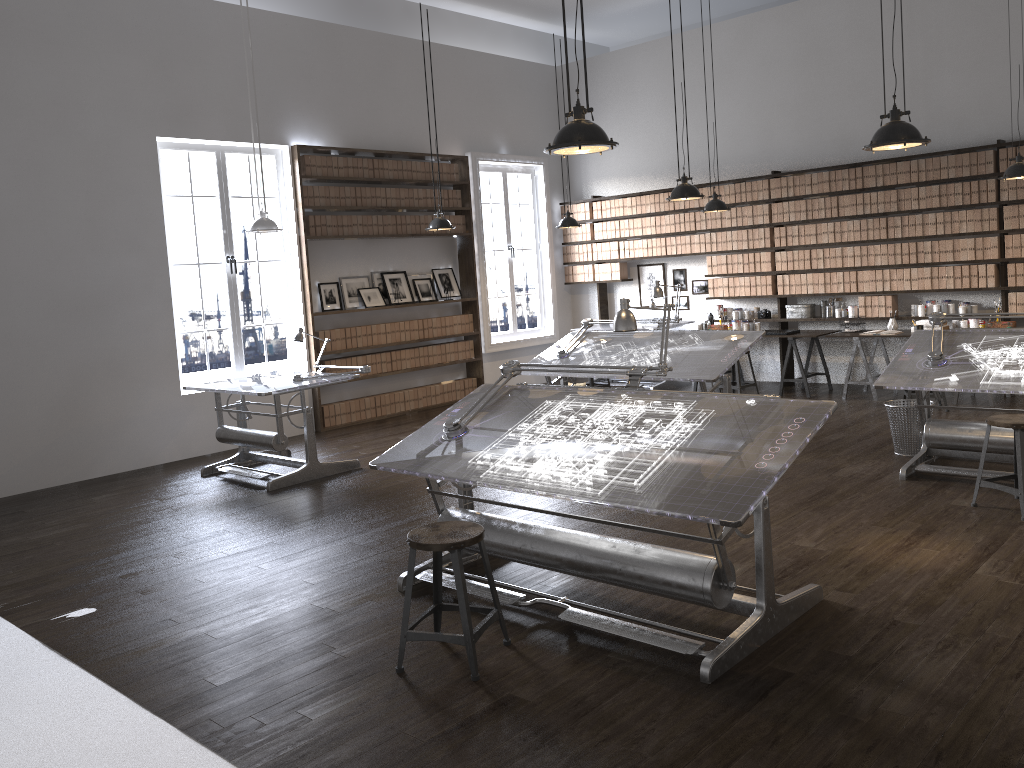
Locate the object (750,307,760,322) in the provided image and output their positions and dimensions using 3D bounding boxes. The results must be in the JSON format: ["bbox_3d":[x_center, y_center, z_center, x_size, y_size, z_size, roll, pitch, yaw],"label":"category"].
[{"bbox_3d":[2.879,-0.819,10.443,0.107,0.161,0.237,-3,6,9],"label":"object"}]

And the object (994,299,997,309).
[{"bbox_3d":[4.621,-0.700,8.446,0.007,0.213,0.055,-8,6,-40],"label":"object"}]

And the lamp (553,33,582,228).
[{"bbox_3d":[0.593,-2.961,10.355,0.310,2.244,0.314,-2,5,23],"label":"lamp"}]

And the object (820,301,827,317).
[{"bbox_3d":[3.513,-0.843,9.977,0.079,0.187,0.079,-2,5,22],"label":"object"}]

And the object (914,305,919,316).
[{"bbox_3d":[4.199,-0.758,9.165,0.063,0.117,0.063,-4,5,-6],"label":"object"}]

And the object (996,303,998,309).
[{"bbox_3d":[4.637,-0.690,8.451,0.006,0.181,0.053,-4,4,-4],"label":"object"}]

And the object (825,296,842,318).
[{"bbox_3d":[3.560,-0.875,9.820,0.181,0.271,0.157,-1,6,27],"label":"object"}]

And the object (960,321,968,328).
[{"bbox_3d":[4.425,-0.570,8.668,0.062,0.094,0.062,-4,5,3],"label":"object"}]

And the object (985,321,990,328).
[{"bbox_3d":[4.581,-0.558,8.539,0.060,0.088,0.060,-9,7,-42],"label":"object"}]

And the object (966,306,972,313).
[{"bbox_3d":[4.559,-0.732,8.837,0.062,0.094,0.063,-5,5,-15],"label":"object"}]

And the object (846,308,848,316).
[{"bbox_3d":[3.690,-0.781,9.705,0.044,0.101,0.045,-9,7,-44],"label":"object"}]

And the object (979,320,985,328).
[{"bbox_3d":[4.518,-0.561,8.509,0.049,0.111,0.049,-8,6,-43],"label":"object"}]

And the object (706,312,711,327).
[{"bbox_3d":[2.335,-0.737,10.579,0.069,0.236,0.068,0,6,40],"label":"object"}]

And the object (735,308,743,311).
[{"bbox_3d":[2.730,-0.847,10.657,0.094,0.127,0.095,-6,5,-16],"label":"object"}]

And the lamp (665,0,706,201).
[{"bbox_3d":[1.292,-2.575,6.910,0.313,2.244,0.311,-6,5,-26],"label":"lamp"}]

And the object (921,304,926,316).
[{"bbox_3d":[4.251,-0.760,9.141,0.045,0.127,0.044,0,6,43],"label":"object"}]

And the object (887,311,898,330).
[{"bbox_3d":[3.958,-0.659,9.210,0.101,0.208,0.102,-4,5,-2],"label":"object"}]

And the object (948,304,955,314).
[{"bbox_3d":[4.451,-0.751,8.969,0.062,0.119,0.062,-3,5,12],"label":"object"}]

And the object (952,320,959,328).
[{"bbox_3d":[4.413,-0.586,8.804,0.062,0.094,0.062,-4,5,-6],"label":"object"}]

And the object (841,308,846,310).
[{"bbox_3d":[3.665,-0.785,9.757,0.062,0.093,0.063,-3,5,5],"label":"object"}]

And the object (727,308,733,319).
[{"bbox_3d":[2.633,-0.855,10.694,0.070,0.130,0.070,-5,5,-9],"label":"object"}]

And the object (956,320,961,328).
[{"bbox_3d":[4.414,-0.578,8.737,0.063,0.093,0.063,-4,5,-6],"label":"object"}]

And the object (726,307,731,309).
[{"bbox_3d":[2.636,-0.865,10.773,0.072,0.128,0.071,-4,5,0],"label":"object"}]

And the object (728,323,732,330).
[{"bbox_3d":[2.546,-0.657,10.347,0.049,0.111,0.049,0,6,40],"label":"object"}]

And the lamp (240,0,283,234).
[{"bbox_3d":[-2.168,-2.397,7.393,0.310,2.244,0.314,-2,5,23],"label":"lamp"}]

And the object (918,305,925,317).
[{"bbox_3d":[4.209,-0.751,9.095,0.062,0.119,0.062,-4,5,3],"label":"object"}]

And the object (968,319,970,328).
[{"bbox_3d":[4.533,-0.593,8.693,0.095,0.127,0.094,0,7,39],"label":"object"}]

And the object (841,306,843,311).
[{"bbox_3d":[3.619,-0.791,9.694,0.028,0.126,0.004,0,6,42],"label":"object"}]

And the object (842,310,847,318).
[{"bbox_3d":[3.685,-0.778,9.716,0.181,0.093,0.062,-8,7,-33],"label":"object"}]

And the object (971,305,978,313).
[{"bbox_3d":[4.625,-0.739,8.857,0.062,0.095,0.062,-5,5,-15],"label":"object"}]

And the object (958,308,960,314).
[{"bbox_3d":[4.515,-0.728,8.910,0.054,0.081,0.054,-1,6,33],"label":"object"}]

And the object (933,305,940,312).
[{"bbox_3d":[4.317,-0.746,8.999,0.062,0.119,0.062,-3,5,12],"label":"object"}]

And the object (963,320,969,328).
[{"bbox_3d":[4.467,-0.579,8.713,0.045,0.101,0.044,0,6,43],"label":"object"}]

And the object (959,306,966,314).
[{"bbox_3d":[4.493,-0.726,8.825,0.062,0.095,0.062,-5,5,-15],"label":"object"}]

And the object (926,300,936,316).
[{"bbox_3d":[4.317,-0.777,9.120,0.095,0.161,0.094,0,6,39],"label":"object"}]

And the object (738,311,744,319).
[{"bbox_3d":[2.726,-0.818,10.531,0.062,0.093,0.063,-1,6,29],"label":"object"}]

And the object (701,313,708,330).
[{"bbox_3d":[2.287,-0.724,10.527,0.069,0.229,0.068,0,6,40],"label":"object"}]

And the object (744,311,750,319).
[{"bbox_3d":[2.787,-0.819,10.505,0.062,0.094,0.062,-1,6,29],"label":"object"}]

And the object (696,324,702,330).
[{"bbox_3d":[2.232,-0.663,10.570,0.068,0.104,0.068,-9,7,-42],"label":"object"}]

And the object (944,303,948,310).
[{"bbox_3d":[4.420,-0.756,9.023,0.045,0.127,0.044,-6,5,-29],"label":"object"}]

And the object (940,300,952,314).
[{"bbox_3d":[4.419,-0.774,9.040,0.094,0.161,0.206,1,8,44],"label":"object"}]

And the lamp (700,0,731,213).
[{"bbox_3d":[2.020,-2.893,9.030,0.310,2.244,0.314,-2,5,23],"label":"lamp"}]

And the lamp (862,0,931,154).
[{"bbox_3d":[1.799,-2.268,4.242,0.313,2.257,0.311,-6,5,-22],"label":"lamp"}]

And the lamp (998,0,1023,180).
[{"bbox_3d":[4.058,-2.794,7.131,0.313,2.244,0.311,-6,5,-22],"label":"lamp"}]

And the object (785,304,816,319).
[{"bbox_3d":[3.283,-0.828,10.074,0.317,0.152,0.194,2,9,42],"label":"object"}]

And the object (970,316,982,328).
[{"bbox_3d":[4.495,-0.583,8.582,0.104,0.141,0.105,-8,7,-39],"label":"object"}]

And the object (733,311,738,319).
[{"bbox_3d":[2.666,-0.818,10.568,0.062,0.094,0.062,-1,6,29],"label":"object"}]

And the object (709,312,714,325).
[{"bbox_3d":[2.393,-0.745,10.641,0.069,0.229,0.068,0,6,40],"label":"object"}]

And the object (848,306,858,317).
[{"bbox_3d":[3.710,-0.786,9.637,0.094,0.127,0.095,-8,7,-40],"label":"object"}]

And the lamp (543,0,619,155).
[{"bbox_3d":[0.208,-2.080,3.571,0.310,2.244,0.314,-2,5,23],"label":"lamp"}]

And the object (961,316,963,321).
[{"bbox_3d":[4.473,-0.608,8.782,0.004,0.133,0.029,-8,6,-42],"label":"object"}]

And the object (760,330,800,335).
[{"bbox_3d":[2.899,-0.567,9.753,0.446,0.033,0.313,3,10,43],"label":"object"}]

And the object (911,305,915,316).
[{"bbox_3d":[4.197,-0.767,9.232,0.062,0.119,0.062,-4,5,-6],"label":"object"}]

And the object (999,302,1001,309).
[{"bbox_3d":[4.634,-0.687,8.433,0.008,0.185,0.072,-4,5,-4],"label":"object"}]

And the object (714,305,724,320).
[{"bbox_3d":[2.505,-0.866,10.709,0.107,0.176,0.108,1,7,45],"label":"object"}]

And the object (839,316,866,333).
[{"bbox_3d":[3.604,-0.632,9.375,0.204,0.160,0.285,2,9,43],"label":"object"}]

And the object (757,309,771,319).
[{"bbox_3d":[2.938,-0.818,10.346,0.171,0.108,0.091,2,8,43],"label":"object"}]

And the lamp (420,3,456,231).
[{"bbox_3d":[-0.803,-2.677,8.863,0.310,2.244,0.314,-2,5,23],"label":"lamp"}]

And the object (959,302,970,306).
[{"bbox_3d":[4.582,-0.762,8.960,0.094,0.129,0.095,-1,6,30],"label":"object"}]
